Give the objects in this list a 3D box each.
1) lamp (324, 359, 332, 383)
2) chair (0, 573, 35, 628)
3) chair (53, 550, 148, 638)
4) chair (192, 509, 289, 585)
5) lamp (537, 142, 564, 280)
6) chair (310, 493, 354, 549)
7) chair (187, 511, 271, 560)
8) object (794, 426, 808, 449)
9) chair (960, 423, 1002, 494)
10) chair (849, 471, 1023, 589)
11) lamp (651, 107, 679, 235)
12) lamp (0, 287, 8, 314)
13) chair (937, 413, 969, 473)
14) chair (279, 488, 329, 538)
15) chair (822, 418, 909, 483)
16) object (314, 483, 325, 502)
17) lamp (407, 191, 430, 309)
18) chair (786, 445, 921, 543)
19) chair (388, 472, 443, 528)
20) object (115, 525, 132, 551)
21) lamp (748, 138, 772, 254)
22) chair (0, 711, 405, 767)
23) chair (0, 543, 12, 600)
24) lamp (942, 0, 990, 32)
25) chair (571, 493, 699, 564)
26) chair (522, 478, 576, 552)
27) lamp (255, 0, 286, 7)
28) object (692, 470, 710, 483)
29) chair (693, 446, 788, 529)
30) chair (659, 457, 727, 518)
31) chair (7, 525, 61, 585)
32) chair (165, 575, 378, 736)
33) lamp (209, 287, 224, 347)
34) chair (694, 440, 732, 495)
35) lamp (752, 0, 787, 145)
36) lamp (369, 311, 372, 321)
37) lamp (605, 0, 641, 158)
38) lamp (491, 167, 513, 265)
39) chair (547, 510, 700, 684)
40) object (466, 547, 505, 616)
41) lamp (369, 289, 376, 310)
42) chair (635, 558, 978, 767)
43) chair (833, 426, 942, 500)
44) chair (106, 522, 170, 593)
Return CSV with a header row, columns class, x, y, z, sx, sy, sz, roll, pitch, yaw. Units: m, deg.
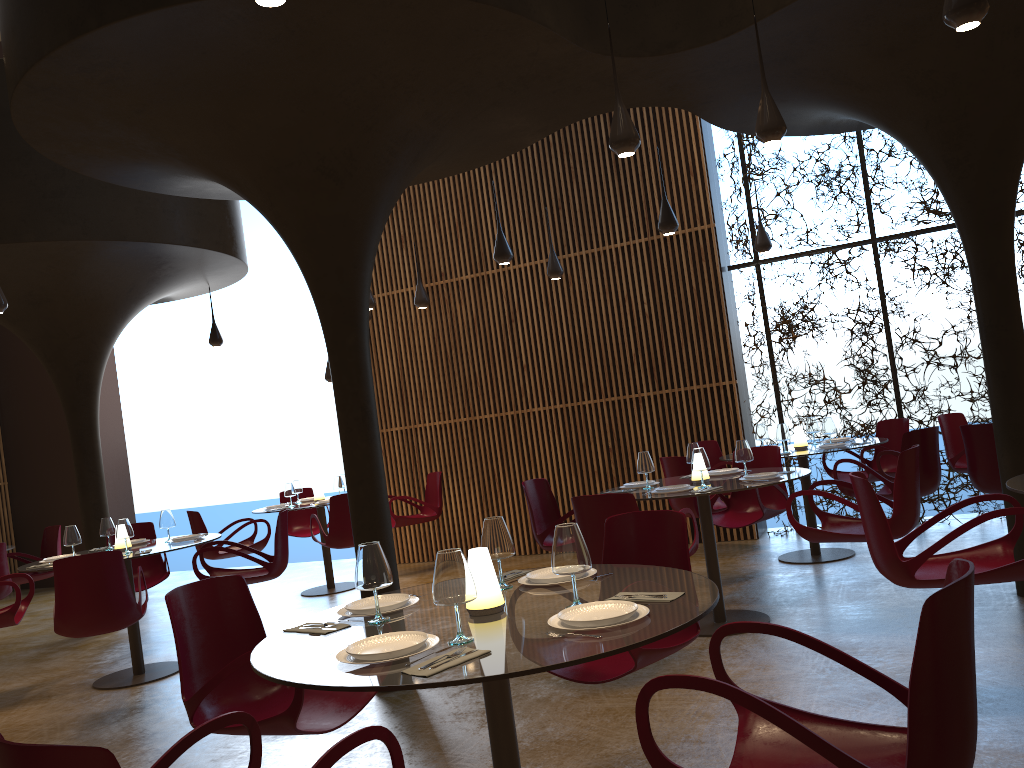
class,x,y,z,sx,sy,sz,roll,pitch,yaw
lamp,-2.860,-3.129,12.098,0.196,6.274,0.196,-8,-1,-2
chair,-4.622,1.804,7.568,0.871,0.636,0.626,-7,-2,-19
chair,-3.153,1.572,6.761,0.624,0.635,0.874,-7,-2,-19
chair,-2.492,1.547,8.261,0.872,0.636,0.626,-7,-2,-14
lamp,0.074,-4.286,9.980,0.196,6.274,0.196,-8,-1,-2
chair,-1.910,1.547,10.123,0.624,0.635,0.874,-7,-2,-27
chair,-3.430,1.777,10.702,0.871,0.636,0.626,-7,-2,-32
object,2.984,0.554,9.194,0.144,0.232,0.142,-7,-1,-12
chair,4.275,0.604,7.520,0.871,0.636,0.626,-7,-2,-27
chair,2.307,0.751,4.737,0.873,0.636,0.624,-8,-2,18
lamp,1.028,-4.489,8.212,0.195,6.274,0.196,-7,-1,-22
lamp,-4.862,-3.718,7.687,0.196,6.274,0.195,-8,-1,28
chair,4.851,0.591,9.054,0.624,0.636,0.874,-7,-2,-32
chair,-2.877,1.764,12.156,0.624,0.635,0.874,-7,-2,-22
chair,3.924,0.741,9.657,0.871,0.636,0.626,-7,-2,-22
object,-2.454,1.374,11.252,0.142,0.232,0.144,-8,-1,8
lamp,-1.506,-4.036,10.858,0.196,6.274,0.195,-8,-1,31
chair,2.462,0.796,6.296,0.874,0.636,0.624,-9,-2,33
chair,-1.316,1.534,11.703,0.871,0.636,0.626,-7,-2,-27
object,-3.487,1.372,7.926,0.144,0.232,0.142,-8,-1,16
lamp,2.447,-4.600,10.120,0.195,6.274,0.196,-7,-1,-42
chair,-0.784,1.061,2.238,0.626,0.636,0.871,-9,-2,33
chair,-5.694,2.024,9.332,0.874,0.636,0.624,-9,-2,36
lamp,1.677,-4.750,4.122,0.196,6.274,0.195,-8,-1,38
chair,0.810,1.007,6.023,0.626,0.636,0.871,-9,-2,33
chair,0.549,1.111,7.641,0.874,0.636,0.624,-9,-2,28
lamp,-1.233,-4.404,3.039,0.195,6.274,0.196,-7,-1,-32
object,1.484,0.665,7.032,0.144,0.232,0.142,-7,-1,-22
chair,2.073,0.916,7.887,0.626,0.636,0.871,-9,-2,38
chair,1.907,0.972,8.678,0.871,0.636,0.626,-7,-2,-27
chair,-6.009,2.134,10.940,0.626,0.636,0.871,-9,-2,41
chair,-1.045,1.165,3.856,0.874,0.636,0.624,-9,-2,28
lamp,-4.368,-3.605,11.916,0.196,6.274,0.196,-8,-1,-2
chair,2.484,0.959,10.212,0.624,0.636,0.874,-7,-2,-32
lamp,1.217,-4.625,5.620,0.195,6.274,0.196,-7,-1,-32
lamp,-2.319,-3.899,11.488,0.196,6.274,0.195,-8,-1,31
lamp,0.277,-4.505,5.451,0.195,6.274,0.196,-7,-1,-32
lamp,-0.494,-4.268,8.602,0.195,6.274,0.196,-7,-1,-22
chair,0.479,0.970,4.102,0.626,0.636,0.871,-9,-2,38
object,-0.110,0.719,3.247,0.144,0.232,0.142,-8,-1,-2
lamp,-2.091,-3.977,10.395,0.195,6.274,0.196,-7,-1,-39
chair,0.868,0.850,2.511,0.874,0.636,0.624,-9,-2,33
chair,3.472,0.736,8.081,0.624,0.635,0.874,-7,-2,-27
chair,-3.844,1.761,9.009,0.624,0.635,0.874,-7,-2,-24
